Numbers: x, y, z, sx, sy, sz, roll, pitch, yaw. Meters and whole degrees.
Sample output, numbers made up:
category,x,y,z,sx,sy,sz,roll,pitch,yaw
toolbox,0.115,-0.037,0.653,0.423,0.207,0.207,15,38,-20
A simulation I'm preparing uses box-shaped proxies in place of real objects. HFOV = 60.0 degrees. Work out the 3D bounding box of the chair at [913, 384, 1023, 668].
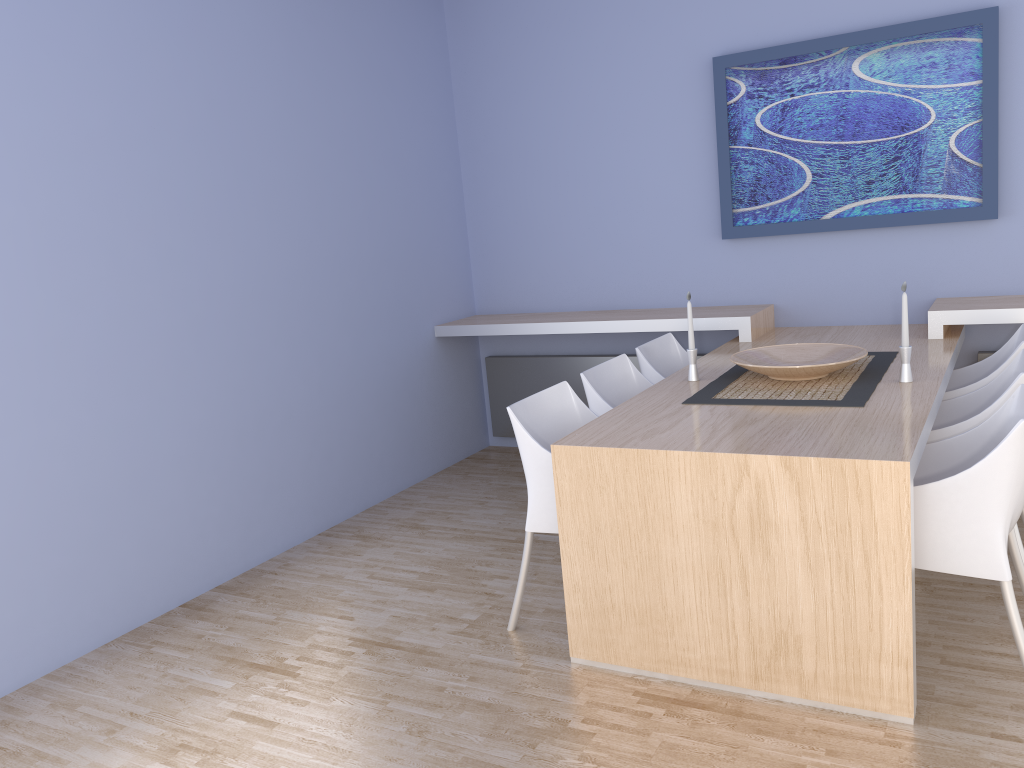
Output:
category,x,y,z,sx,sy,sz,roll,pitch,yaw
chair,1.268,0.430,2.540,0.486,0.793,0.510,0,12,30

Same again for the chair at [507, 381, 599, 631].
category,x,y,z,sx,sy,sz,roll,pitch,yaw
chair,0.275,0.421,3.114,0.486,0.793,0.510,1,12,30

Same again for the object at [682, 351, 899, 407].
category,x,y,z,sx,sy,sz,roll,pitch,yaw
object,1.081,-0.031,3.341,0.594,0.005,0.986,0,12,30

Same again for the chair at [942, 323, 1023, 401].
category,x,y,z,sx,sy,sz,roll,pitch,yaw
chair,1.849,0.187,3.541,0.486,0.793,0.510,1,12,30

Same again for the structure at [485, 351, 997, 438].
category,x,y,z,sx,sy,sz,roll,pitch,yaw
structure,1.535,0.091,4.557,3.843,0.503,0.064,1,12,30

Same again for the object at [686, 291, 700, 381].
category,x,y,z,sx,sy,sz,roll,pitch,yaw
object,0.692,-0.186,3.424,0.045,0.349,0.045,-9,11,-17

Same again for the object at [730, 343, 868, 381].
category,x,y,z,sx,sy,sz,roll,pitch,yaw
object,1.075,-0.073,3.337,0.493,0.081,0.493,-15,14,-40

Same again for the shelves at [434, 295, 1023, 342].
category,x,y,z,sx,sy,sz,roll,pitch,yaw
shelves,1.381,0.045,4.422,3.901,0.840,0.463,1,12,30

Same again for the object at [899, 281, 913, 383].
category,x,y,z,sx,sy,sz,roll,pitch,yaw
object,1.349,-0.180,3.044,0.045,0.349,0.045,1,12,30

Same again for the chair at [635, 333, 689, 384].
category,x,y,z,sx,sy,sz,roll,pitch,yaw
chair,0.839,0.185,4.086,0.486,0.793,0.510,1,12,30

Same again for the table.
category,x,y,z,sx,sy,sz,roll,pitch,yaw
table,1.160,0.300,3.501,1.002,0.718,2.340,1,12,30

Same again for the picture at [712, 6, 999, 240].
category,x,y,z,sx,sy,sz,roll,pitch,yaw
picture,1.596,-1.188,4.212,1.252,0.901,0.049,1,12,30

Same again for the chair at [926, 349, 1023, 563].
category,x,y,z,sx,sy,sz,roll,pitch,yaw
chair,1.560,0.307,3.044,0.486,0.793,0.510,1,12,31

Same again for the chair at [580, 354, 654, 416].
category,x,y,z,sx,sy,sz,roll,pitch,yaw
chair,0.557,0.303,3.600,0.486,0.793,0.510,1,12,30
